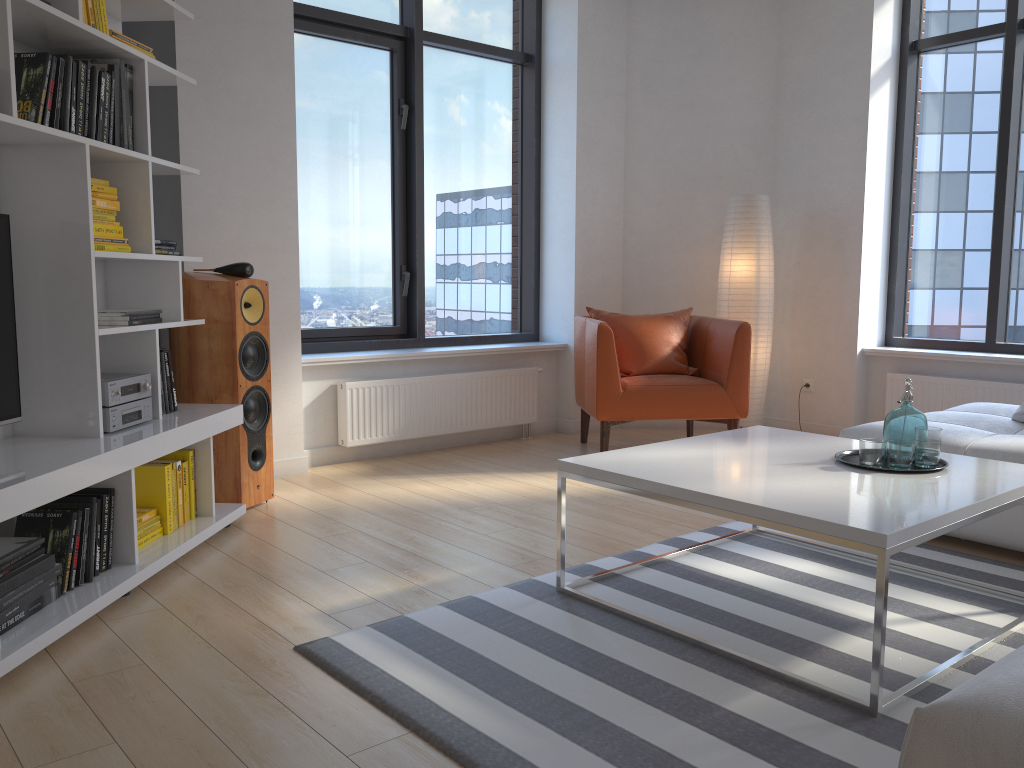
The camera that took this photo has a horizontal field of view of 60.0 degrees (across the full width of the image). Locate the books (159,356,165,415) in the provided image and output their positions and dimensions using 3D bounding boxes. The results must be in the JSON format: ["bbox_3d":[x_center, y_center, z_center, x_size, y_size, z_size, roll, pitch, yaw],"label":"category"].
[{"bbox_3d":[-1.414,0.001,3.369,0.170,0.236,0.049,1,7,5],"label":"books"}]

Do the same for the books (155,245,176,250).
[{"bbox_3d":[-1.393,-0.521,3.381,0.142,0.015,0.198,1,7,3],"label":"books"}]

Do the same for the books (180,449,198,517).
[{"bbox_3d":[-1.353,0.390,3.502,0.213,0.270,0.025,1,7,5],"label":"books"}]

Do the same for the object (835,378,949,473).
[{"bbox_3d":[1.192,0.117,2.778,0.330,0.265,0.330,-2,7,-16],"label":"object"}]

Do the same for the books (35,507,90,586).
[{"bbox_3d":[-1.397,0.499,2.729,0.169,0.233,0.081,1,7,4],"label":"books"}]

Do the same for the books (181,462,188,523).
[{"bbox_3d":[-1.342,0.417,3.421,0.172,0.234,0.024,1,7,5],"label":"books"}]

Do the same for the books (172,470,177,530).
[{"bbox_3d":[-1.336,0.433,3.320,0.156,0.229,0.024,1,7,5],"label":"books"}]

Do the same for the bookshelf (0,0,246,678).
[{"bbox_3d":[-1.470,-0.270,2.146,0.455,2.052,3.000,1,7,5],"label":"bookshelf"}]

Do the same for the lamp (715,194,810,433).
[{"bbox_3d":[1.696,-0.401,5.567,0.804,1.550,0.502,1,7,10],"label":"lamp"}]

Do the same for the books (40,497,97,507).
[{"bbox_3d":[-1.405,0.482,2.786,0.192,0.254,0.075,1,7,4],"label":"books"}]

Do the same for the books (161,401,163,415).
[{"bbox_3d":[-1.423,0.003,3.346,0.189,0.240,0.053,1,7,5],"label":"books"}]

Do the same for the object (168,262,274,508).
[{"bbox_3d":[-1.325,0.007,3.948,0.434,1.088,0.290,3,7,20],"label":"object"}]

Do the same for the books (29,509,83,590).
[{"bbox_3d":[-1.413,0.503,2.700,0.187,0.234,0.096,1,7,5],"label":"books"}]

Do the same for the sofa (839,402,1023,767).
[{"bbox_3d":[1.821,0.377,2.409,3.424,0.732,2.614,-5,9,-40],"label":"sofa"}]

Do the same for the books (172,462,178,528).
[{"bbox_3d":[-1.353,0.418,3.341,0.180,0.251,0.019,1,7,5],"label":"books"}]

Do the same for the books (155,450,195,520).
[{"bbox_3d":[-1.347,0.393,3.474,0.204,0.270,0.029,1,7,5],"label":"books"}]

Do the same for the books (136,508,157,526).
[{"bbox_3d":[-1.374,0.477,3.155,0.138,0.026,0.186,1,7,5],"label":"books"}]

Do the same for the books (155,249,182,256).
[{"bbox_3d":[-1.390,-0.502,3.384,0.161,0.023,0.213,1,7,8],"label":"books"}]

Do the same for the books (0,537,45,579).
[{"bbox_3d":[-1.483,0.487,2.434,0.250,0.047,0.310,0,7,0],"label":"books"}]

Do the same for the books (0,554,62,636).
[{"bbox_3d":[-1.461,0.578,2.449,0.277,0.137,0.343,0,7,0],"label":"books"}]

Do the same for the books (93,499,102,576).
[{"bbox_3d":[-1.397,0.485,2.813,0.179,0.243,0.068,1,7,4],"label":"books"}]

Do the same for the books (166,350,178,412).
[{"bbox_3d":[-1.403,-0.011,3.449,0.177,0.242,0.066,1,7,5],"label":"books"}]

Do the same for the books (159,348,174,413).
[{"bbox_3d":[-1.413,-0.014,3.419,0.193,0.255,0.066,1,7,4],"label":"books"}]

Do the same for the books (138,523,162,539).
[{"bbox_3d":[-1.366,0.526,3.163,0.148,0.011,0.196,1,7,5],"label":"books"}]

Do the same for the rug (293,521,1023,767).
[{"bbox_3d":[0.810,0.715,2.569,2.326,0.016,1.662,-5,9,-40],"label":"rug"}]

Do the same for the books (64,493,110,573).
[{"bbox_3d":[-1.398,0.476,2.850,0.191,0.249,0.084,1,7,5],"label":"books"}]

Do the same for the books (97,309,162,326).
[{"bbox_3d":[-1.453,-0.243,3.226,0.250,0.047,0.310,0,7,0],"label":"books"}]

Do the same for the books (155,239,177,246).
[{"bbox_3d":[-1.408,-0.540,3.383,0.161,0.023,0.213,1,7,8],"label":"books"}]

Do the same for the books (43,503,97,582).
[{"bbox_3d":[-1.381,0.492,2.762,0.172,0.242,0.069,1,7,6],"label":"books"}]

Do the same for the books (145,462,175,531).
[{"bbox_3d":[-1.359,0.418,3.301,0.199,0.263,0.015,1,7,5],"label":"books"}]

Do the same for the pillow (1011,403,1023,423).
[{"bbox_3d":[2.464,0.051,2.879,0.580,0.456,2.156,-1,7,-14],"label":"pillow"}]

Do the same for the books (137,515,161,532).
[{"bbox_3d":[-1.361,0.497,3.160,0.134,0.014,0.187,1,7,5],"label":"books"}]

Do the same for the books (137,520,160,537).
[{"bbox_3d":[-1.347,0.513,3.154,0.113,0.018,0.169,1,7,6],"label":"books"}]

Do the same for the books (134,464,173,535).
[{"bbox_3d":[-1.359,0.424,3.271,0.198,0.255,0.044,1,7,5],"label":"books"}]

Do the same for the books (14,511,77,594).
[{"bbox_3d":[-1.411,0.506,2.666,0.182,0.234,0.104,1,7,5],"label":"books"}]

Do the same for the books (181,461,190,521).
[{"bbox_3d":[-1.343,0.414,3.447,0.172,0.234,0.024,1,7,5],"label":"books"}]

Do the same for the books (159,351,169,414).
[{"bbox_3d":[-1.404,-0.005,3.390,0.169,0.242,0.050,1,7,4],"label":"books"}]

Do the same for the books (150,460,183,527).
[{"bbox_3d":[-1.348,0.415,3.367,0.185,0.250,0.035,1,7,5],"label":"books"}]

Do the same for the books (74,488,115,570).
[{"bbox_3d":[-1.396,0.468,2.883,0.197,0.260,0.066,1,7,5],"label":"books"}]

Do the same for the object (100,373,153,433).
[{"bbox_3d":[-1.442,0.063,3.088,0.270,0.174,0.285,1,7,5],"label":"object"}]

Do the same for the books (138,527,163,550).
[{"bbox_3d":[-1.362,0.548,3.164,0.147,0.033,0.190,1,7,5],"label":"books"}]
